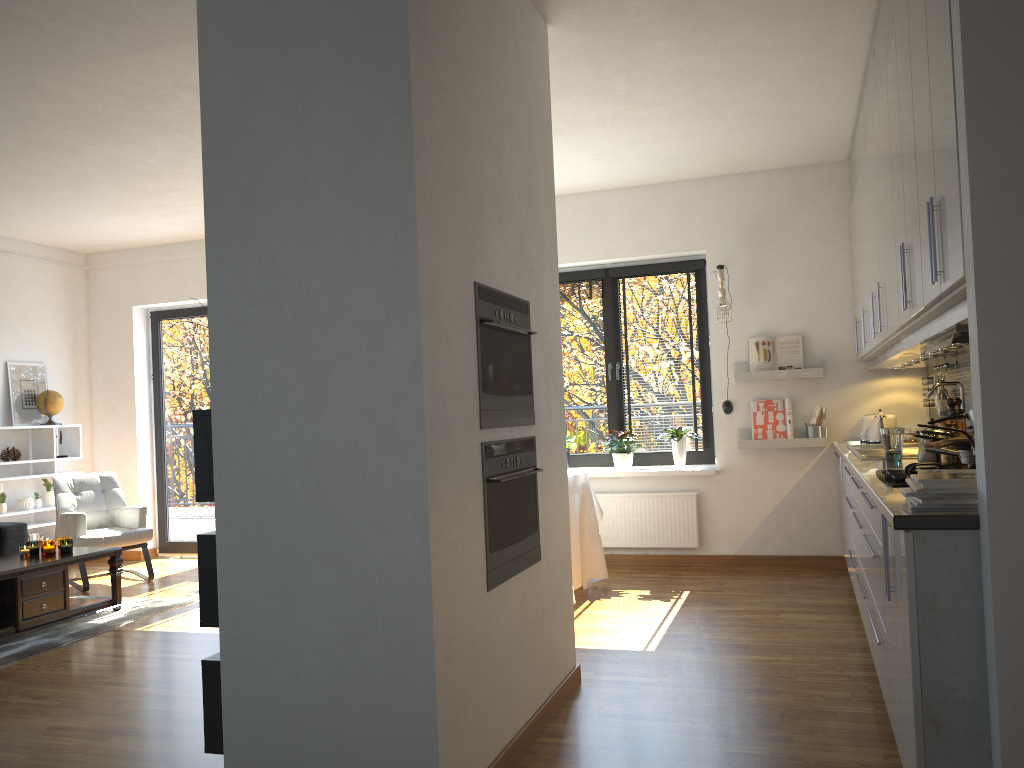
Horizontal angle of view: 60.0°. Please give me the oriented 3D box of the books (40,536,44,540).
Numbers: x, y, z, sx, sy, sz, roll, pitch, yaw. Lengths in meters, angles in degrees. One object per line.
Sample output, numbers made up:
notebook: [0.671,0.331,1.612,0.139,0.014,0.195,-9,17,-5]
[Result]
books: [-3.870,1.329,7.245,0.102,0.179,0.012,-3,-1,18]

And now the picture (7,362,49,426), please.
picture: [-4.037,0.087,7.417,0.059,0.532,0.390,-3,-2,18]

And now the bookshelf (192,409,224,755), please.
bookshelf: [-0.706,0.689,3.369,0.237,1.200,1.190,-3,-2,18]

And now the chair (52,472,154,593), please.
chair: [-3.148,1.104,6.780,0.685,0.832,0.545,-4,-2,43]

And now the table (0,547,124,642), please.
table: [-2.901,1.234,5.132,0.570,0.409,1.179,-3,-2,18]

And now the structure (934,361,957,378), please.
structure: [2.436,-0.080,4.996,0.067,0.081,0.443,-3,-2,18]

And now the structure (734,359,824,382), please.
structure: [1.849,-0.097,6.157,0.594,0.129,0.147,-3,-2,18]

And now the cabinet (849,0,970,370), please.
cabinet: [1.878,-0.681,4.000,0.458,1.069,4.236,-3,-2,18]

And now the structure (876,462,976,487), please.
structure: [1.510,0.299,3.002,0.500,0.041,0.662,-3,-2,18]

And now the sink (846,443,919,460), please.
sink: [2.054,0.432,4.681,0.475,0.168,1.421,-3,-2,18]

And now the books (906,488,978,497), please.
books: [1.149,0.264,2.239,0.252,0.011,0.318,-4,-2,30]

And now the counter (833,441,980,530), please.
counter: [1.853,0.432,3.998,0.622,0.192,4.250,-3,-2,18]

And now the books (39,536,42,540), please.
books: [-3.889,1.328,7.223,0.148,0.180,0.014,-3,-1,18]

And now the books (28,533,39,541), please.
books: [-3.914,1.312,7.145,0.191,0.217,0.092,-3,-1,18]

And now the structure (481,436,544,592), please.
structure: [0.023,0.417,3.021,0.052,0.462,0.585,-3,-2,18]

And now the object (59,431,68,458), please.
object: [-3.861,0.516,7.596,0.066,0.230,0.075,-2,-1,-2]

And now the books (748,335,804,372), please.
books: [1.839,-0.186,6.181,0.364,0.299,0.109,-3,-1,18]

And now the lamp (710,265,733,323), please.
lamp: [1.473,-0.621,6.216,0.131,0.395,0.312,-3,-2,23]

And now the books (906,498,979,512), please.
books: [1.134,0.297,2.229,0.252,0.011,0.318,-3,-2,22]

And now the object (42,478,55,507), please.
object: [-3.861,0.906,7.398,0.098,0.236,0.097,-3,-1,5]

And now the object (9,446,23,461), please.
object: [-3.993,0.560,7.127,0.096,0.125,0.101,-4,-2,33]

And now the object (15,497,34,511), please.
object: [-3.930,0.969,7.152,0.134,0.097,0.132,-2,-2,-12]

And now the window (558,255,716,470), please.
window: [0.763,-0.132,6.810,1.561,1.587,0.119,-3,-1,18]

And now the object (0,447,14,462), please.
object: [-4.021,0.557,7.051,0.102,0.127,0.095,-2,-2,-26]

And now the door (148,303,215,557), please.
door: [-2.832,0.413,7.983,0.976,2.274,0.119,-3,-1,18]

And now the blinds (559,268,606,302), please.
blinds: [0.381,-0.752,6.901,0.711,0.229,0.049,-3,-1,18]

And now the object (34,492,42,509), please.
object: [-3.903,0.953,7.289,0.072,0.137,0.072,-2,-1,-2]

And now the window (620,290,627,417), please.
window: [2.845,2.395,18.481,21.827,18.364,12.978,-1,-2,-42]

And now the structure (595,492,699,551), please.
structure: [0.645,1.042,6.575,1.457,0.459,0.078,-3,-1,19]

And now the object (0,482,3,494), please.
object: [-4.062,0.900,7.026,0.051,0.238,0.051,-3,-2,36]

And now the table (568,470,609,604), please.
table: [-0.401,0.978,5.655,1.857,0.762,1.235,-3,-2,19]

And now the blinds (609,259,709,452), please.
blinds: [1.116,-0.196,6.656,0.710,1.422,0.049,-3,-1,18]

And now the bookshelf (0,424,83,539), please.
bookshelf: [-3.980,0.941,7.093,0.237,1.200,1.190,-3,-2,18]

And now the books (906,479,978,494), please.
books: [1.139,0.254,2.227,0.252,0.011,0.318,-3,-2,20]

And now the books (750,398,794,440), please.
books: [1.810,0.269,6.179,0.283,0.330,0.138,-3,-1,16]

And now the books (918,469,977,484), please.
books: [1.163,0.232,2.238,0.252,0.011,0.318,-3,-2,25]

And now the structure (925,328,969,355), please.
structure: [1.614,-0.199,2.962,0.362,0.148,0.623,-3,-2,18]

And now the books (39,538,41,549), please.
books: [-3.891,1.334,7.209,0.156,0.169,0.014,-3,-1,18]

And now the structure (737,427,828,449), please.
structure: [1.869,0.375,6.146,0.595,0.129,0.147,-3,-2,18]

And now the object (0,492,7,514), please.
object: [-3.972,0.923,6.880,0.087,0.173,0.088,-3,-2,34]

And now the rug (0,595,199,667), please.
rug: [-2.851,1.441,5.205,1.052,0.034,1.813,-3,-2,17]

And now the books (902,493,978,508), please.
books: [1.130,0.286,2.217,0.252,0.011,0.318,-3,-2,18]

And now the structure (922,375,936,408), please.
structure: [2.693,0.051,5.726,0.045,0.209,0.279,-3,-2,18]

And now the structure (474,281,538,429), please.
structure: [0.001,-0.085,3.032,0.052,0.462,0.585,-3,-2,18]

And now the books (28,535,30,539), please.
books: [-3.901,1.313,7.090,0.124,0.204,0.006,-3,-1,18]

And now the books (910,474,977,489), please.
books: [1.156,0.242,2.233,0.252,0.011,0.318,-3,-2,19]

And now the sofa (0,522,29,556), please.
sofa: [-3.655,1.048,4.842,2.163,0.847,2.509,-3,-2,18]

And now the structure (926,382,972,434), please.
structure: [2.166,0.161,4.363,0.195,0.347,0.167,-3,-1,10]

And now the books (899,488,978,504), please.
books: [1.124,0.275,2.203,0.252,0.011,0.318,-3,-2,15]

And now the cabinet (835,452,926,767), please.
cabinet: [1.592,0.737,4.080,0.040,0.690,4.224,-3,-2,18]

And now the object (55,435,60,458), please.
object: [-3.892,0.519,7.467,0.066,0.217,0.134,-3,-2,33]
